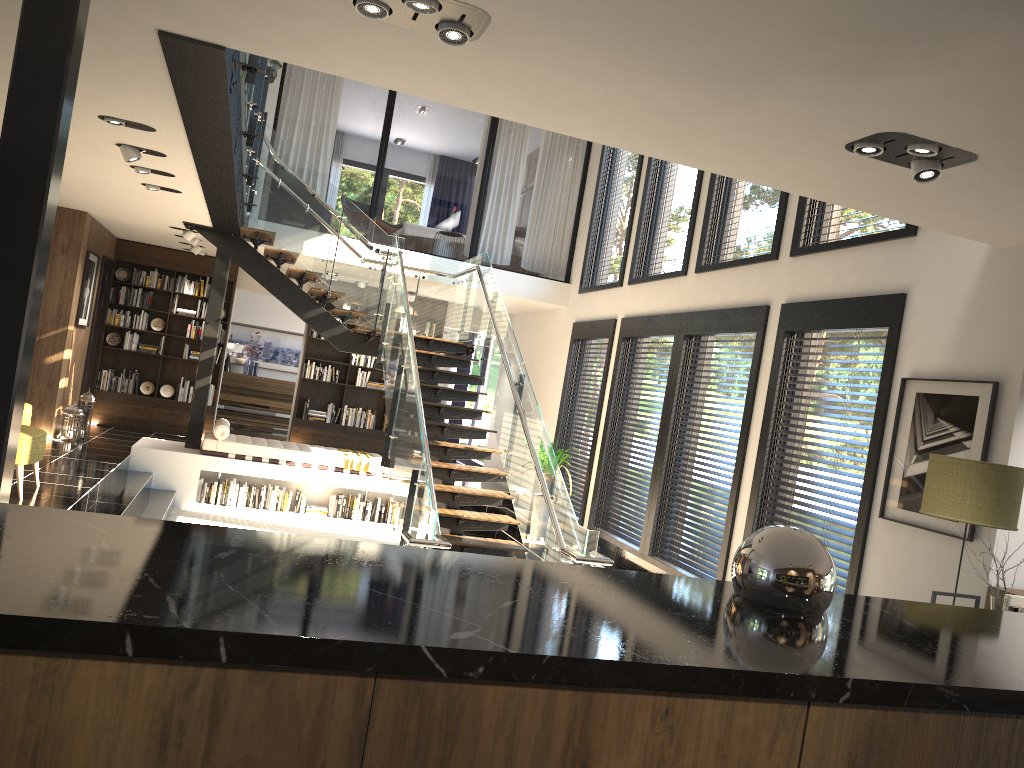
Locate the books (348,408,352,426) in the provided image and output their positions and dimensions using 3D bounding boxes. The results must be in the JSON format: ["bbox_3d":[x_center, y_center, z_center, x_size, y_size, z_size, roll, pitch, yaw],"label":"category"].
[{"bbox_3d":[-2.534,0.515,13.835,0.030,0.276,0.160,9,0,-17],"label":"books"}]

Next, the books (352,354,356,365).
[{"bbox_3d":[-2.471,-0.434,13.844,0.031,0.272,0.158,9,0,-17],"label":"books"}]

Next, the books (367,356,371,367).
[{"bbox_3d":[-2.242,-0.376,13.889,0.028,0.231,0.167,9,0,-17],"label":"books"}]

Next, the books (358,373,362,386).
[{"bbox_3d":[-2.377,-0.071,13.837,0.023,0.218,0.195,9,0,-17],"label":"books"}]

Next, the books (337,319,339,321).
[{"bbox_3d":[-2.809,-1.005,13.725,0.268,0.026,0.156,9,-1,-13],"label":"books"}]

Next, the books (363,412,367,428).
[{"bbox_3d":[-2.321,0.564,13.913,0.029,0.250,0.142,9,0,-17],"label":"books"}]

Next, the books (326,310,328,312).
[{"bbox_3d":[-2.791,-1.108,13.722,0.285,0.030,0.176,10,-1,-18],"label":"books"}]

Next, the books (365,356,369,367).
[{"bbox_3d":[-2.272,-0.387,13.892,0.030,0.244,0.142,9,0,-17],"label":"books"}]

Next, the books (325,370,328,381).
[{"bbox_3d":[-2.885,-0.130,13.751,0.027,0.171,0.146,9,0,-17],"label":"books"}]

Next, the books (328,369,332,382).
[{"bbox_3d":[-2.829,-0.138,13.771,0.030,0.205,0.170,9,0,-17],"label":"books"}]

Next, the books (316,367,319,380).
[{"bbox_3d":[-3.011,-0.164,13.701,0.024,0.197,0.172,9,0,-17],"label":"books"}]

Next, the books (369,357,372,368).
[{"bbox_3d":[-2.229,-0.346,13.916,0.021,0.176,0.161,9,0,-17],"label":"books"}]

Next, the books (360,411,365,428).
[{"bbox_3d":[-2.349,0.557,13.902,0.034,0.255,0.194,9,0,-17],"label":"books"}]

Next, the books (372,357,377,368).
[{"bbox_3d":[-2.150,-0.377,13.931,0.032,0.265,0.149,9,0,-17],"label":"books"}]

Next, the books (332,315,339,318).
[{"bbox_3d":[-2.802,-1.055,13.729,0.251,0.026,0.148,9,-1,-13],"label":"books"}]

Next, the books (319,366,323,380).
[{"bbox_3d":[-2.966,-0.166,13.733,0.021,0.216,0.170,9,0,-17],"label":"books"}]

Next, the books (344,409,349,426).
[{"bbox_3d":[-2.589,0.513,13.826,0.030,0.262,0.173,9,0,-17],"label":"books"}]

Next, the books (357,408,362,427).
[{"bbox_3d":[-2.400,0.523,13.891,0.032,0.306,0.155,9,0,-17],"label":"books"}]

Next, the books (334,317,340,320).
[{"bbox_3d":[-2.806,-1.030,13.728,0.273,0.025,0.156,10,-1,-19],"label":"books"}]

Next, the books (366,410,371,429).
[{"bbox_3d":[-2.266,0.551,13.929,0.025,0.294,0.177,9,0,-17],"label":"books"}]

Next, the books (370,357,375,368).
[{"bbox_3d":[-2.198,-0.338,13.928,0.047,0.171,0.167,9,0,-17],"label":"books"}]

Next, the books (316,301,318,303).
[{"bbox_3d":[-3.023,-1.155,13.655,0.032,0.250,0.167,9,0,-17],"label":"books"}]

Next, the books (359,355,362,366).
[{"bbox_3d":[-2.369,-0.401,13.863,0.027,0.239,0.153,9,0,-17],"label":"books"}]

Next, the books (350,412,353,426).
[{"bbox_3d":[-2.516,0.549,13.854,0.025,0.214,0.170,9,0,-17],"label":"books"}]

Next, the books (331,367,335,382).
[{"bbox_3d":[-2.779,-0.145,13.766,0.070,0.236,0.206,9,0,-17],"label":"books"}]

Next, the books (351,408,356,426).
[{"bbox_3d":[-2.487,0.521,13.872,0.031,0.280,0.141,9,0,-17],"label":"books"}]

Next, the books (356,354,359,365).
[{"bbox_3d":[-2.422,-0.389,13.847,0.024,0.197,0.174,9,0,-17],"label":"books"}]

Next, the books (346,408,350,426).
[{"bbox_3d":[-2.567,0.511,13.852,0.025,0.274,0.150,9,0,-17],"label":"books"}]

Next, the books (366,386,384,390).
[{"bbox_3d":[-2.161,0.064,13.948,0.274,0.025,0.156,10,-1,-20],"label":"books"}]

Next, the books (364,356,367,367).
[{"bbox_3d":[-2.303,-0.373,13.897,0.021,0.206,0.147,9,0,-17],"label":"books"}]

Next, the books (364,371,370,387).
[{"bbox_3d":[-2.280,-0.075,13.905,0.067,0.261,0.159,9,0,-17],"label":"books"}]

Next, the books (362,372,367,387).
[{"bbox_3d":[-2.321,-0.074,13.860,0.036,0.244,0.194,9,0,-17],"label":"books"}]

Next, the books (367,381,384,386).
[{"bbox_3d":[-2.149,-0.010,13.947,0.274,0.025,0.156,9,-1,-13],"label":"books"}]

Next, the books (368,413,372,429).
[{"bbox_3d":[-2.241,0.578,13.924,0.028,0.250,0.161,9,0,-17],"label":"books"}]

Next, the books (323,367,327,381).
[{"bbox_3d":[-2.904,-0.159,13.732,0.030,0.222,0.189,9,0,-17],"label":"books"}]

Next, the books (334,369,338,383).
[{"bbox_3d":[-2.735,-0.125,13.782,0.028,0.210,0.169,9,0,-17],"label":"books"}]

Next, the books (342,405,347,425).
[{"bbox_3d":[-2.612,0.483,13.807,0.035,0.312,0.160,9,0,-17],"label":"books"}]

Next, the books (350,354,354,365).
[{"bbox_3d":[-2.505,-0.418,13.837,0.031,0.228,0.176,9,0,-17],"label":"books"}]

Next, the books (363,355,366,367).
[{"bbox_3d":[-2.326,-0.374,13.893,0.026,0.201,0.146,9,0,-17],"label":"books"}]

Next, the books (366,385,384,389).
[{"bbox_3d":[-2.157,0.039,13.946,0.275,0.025,0.156,10,-1,-21],"label":"books"}]

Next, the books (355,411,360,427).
[{"bbox_3d":[-2.425,0.544,13.865,0.025,0.255,0.202,9,0,-17],"label":"books"}]

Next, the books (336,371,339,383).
[{"bbox_3d":[-2.726,-0.110,13.830,0.022,0.185,0.127,9,0,-17],"label":"books"}]

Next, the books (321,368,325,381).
[{"bbox_3d":[-2.940,-0.150,13.735,0.033,0.193,0.172,9,0,-17],"label":"books"}]

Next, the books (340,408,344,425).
[{"bbox_3d":[-2.655,0.502,13.831,0.026,0.263,0.156,9,0,-17],"label":"books"}]

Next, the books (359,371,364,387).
[{"bbox_3d":[-2.359,-0.081,13.875,0.030,0.245,0.166,9,0,-17],"label":"books"}]

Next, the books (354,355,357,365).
[{"bbox_3d":[-2.453,-0.376,13.853,0.027,0.162,0.125,9,0,-17],"label":"books"}]

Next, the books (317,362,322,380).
[{"bbox_3d":[-2.981,-0.197,13.713,0.029,0.272,0.152,9,0,-17],"label":"books"}]

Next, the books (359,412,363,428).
[{"bbox_3d":[-2.375,0.557,13.887,0.023,0.246,0.148,9,0,-17],"label":"books"}]

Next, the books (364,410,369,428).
[{"bbox_3d":[-2.290,0.554,13.915,0.028,0.280,0.154,9,0,-17],"label":"books"}]

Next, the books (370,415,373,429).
[{"bbox_3d":[-2.223,0.595,13.951,0.026,0.221,0.145,9,0,-17],"label":"books"}]

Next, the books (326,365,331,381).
[{"bbox_3d":[-2.846,-0.167,13.739,0.029,0.256,0.167,9,0,-17],"label":"books"}]

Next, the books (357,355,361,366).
[{"bbox_3d":[-2.393,-0.399,13.847,0.027,0.228,0.208,9,0,-17],"label":"books"}]

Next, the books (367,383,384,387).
[{"bbox_3d":[-2.152,0.015,13.943,0.261,0.024,0.167,10,-1,-20],"label":"books"}]

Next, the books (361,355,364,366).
[{"bbox_3d":[-2.340,-0.406,13.865,0.028,0.258,0.208,9,0,-17],"label":"books"}]

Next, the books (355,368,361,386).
[{"bbox_3d":[-2.408,-0.109,13.863,0.031,0.284,0.176,9,0,-17],"label":"books"}]

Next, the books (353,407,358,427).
[{"bbox_3d":[-2.455,0.517,13.880,0.032,0.298,0.169,9,0,-17],"label":"books"}]
